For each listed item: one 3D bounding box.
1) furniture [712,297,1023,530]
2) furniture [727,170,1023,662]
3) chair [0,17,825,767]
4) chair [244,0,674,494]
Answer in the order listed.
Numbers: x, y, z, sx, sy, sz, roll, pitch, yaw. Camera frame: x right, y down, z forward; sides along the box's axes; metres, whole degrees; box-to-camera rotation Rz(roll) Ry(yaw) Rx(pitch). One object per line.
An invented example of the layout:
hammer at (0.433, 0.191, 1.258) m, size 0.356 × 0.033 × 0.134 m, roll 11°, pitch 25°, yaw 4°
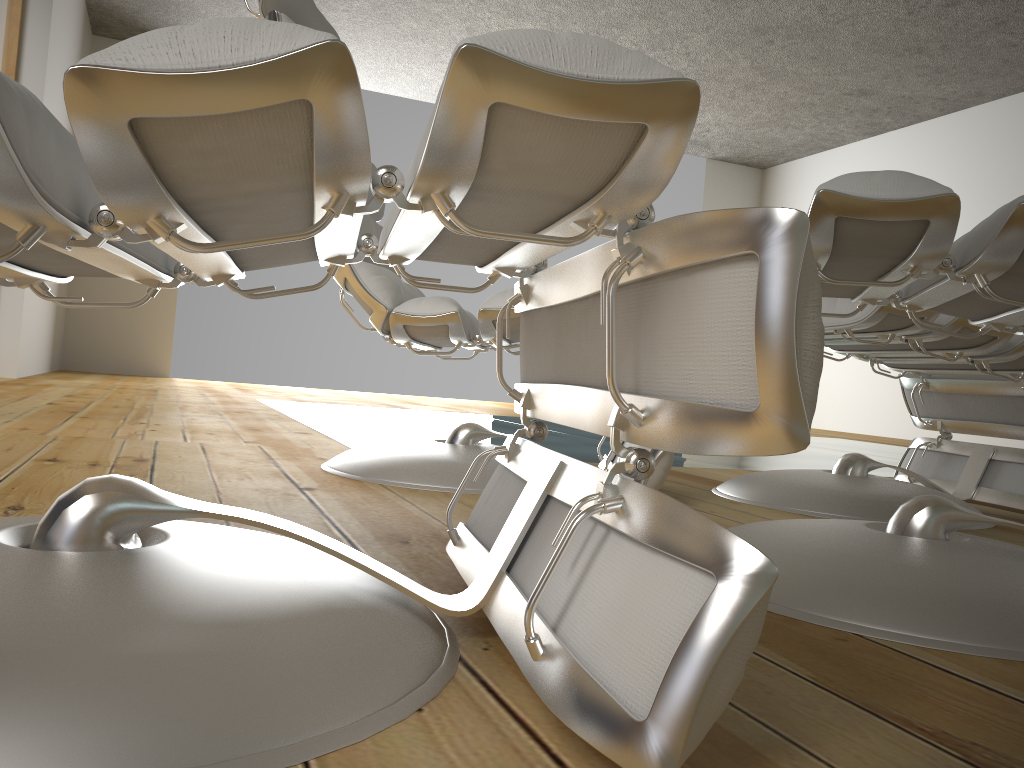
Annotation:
furniture at (0.782, 0.039, 1.876) m, size 0.685 × 0.440 × 0.570 m, roll 5°, pitch 0°, yaw -15°
furniture at (0.547, 0.024, 1.017) m, size 0.686 × 0.440 × 0.569 m, roll 5°, pitch 0°, yaw 14°
chair at (-0.293, -0.310, 0.640) m, size 0.913 × 0.969 × 0.569 m, roll 5°, pitch -1°, yaw -12°
chair at (-0.091, -0.299, 1.816) m, size 0.914 × 0.969 × 0.569 m, roll 5°, pitch -1°, yaw 3°
